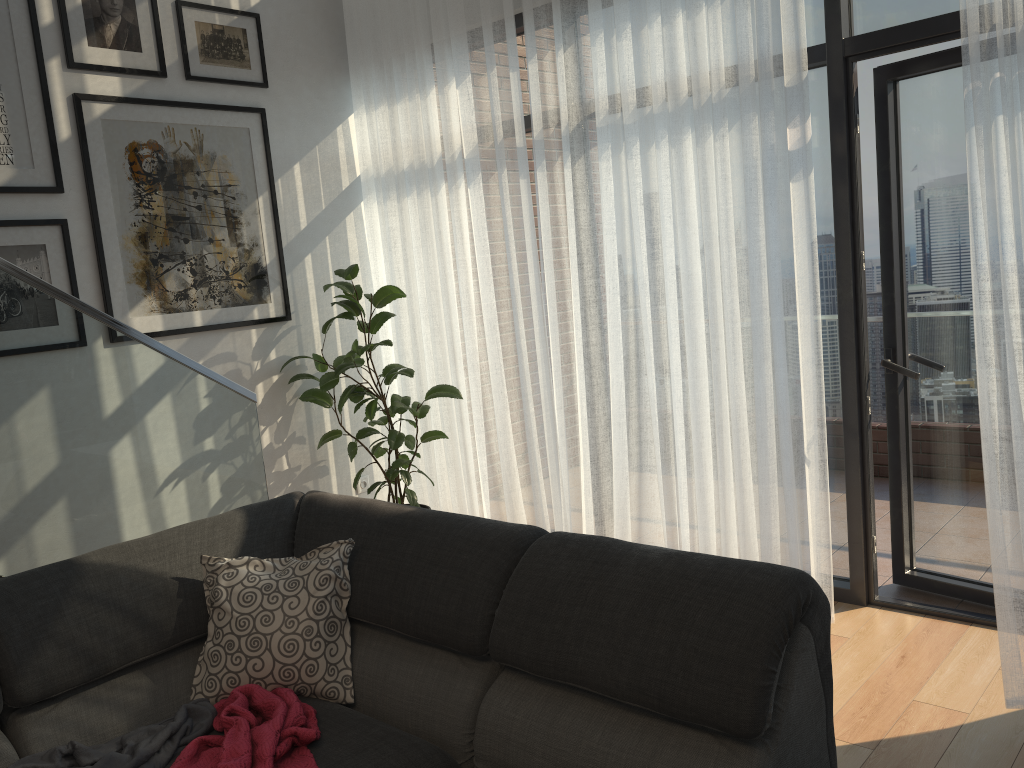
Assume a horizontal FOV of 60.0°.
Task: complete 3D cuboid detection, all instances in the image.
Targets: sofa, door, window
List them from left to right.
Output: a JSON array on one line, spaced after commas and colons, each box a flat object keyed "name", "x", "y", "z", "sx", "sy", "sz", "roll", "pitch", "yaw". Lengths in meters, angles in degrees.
[{"name": "sofa", "x": -0.884, "y": 0.838, "z": 1.101, "sx": 2.108, "sy": 0.995, "sz": 3.169, "roll": 1, "pitch": 10, "yaw": 42}, {"name": "window", "x": 1.236, "y": -0.405, "z": 3.229, "sx": 4.808, "sy": 2.501, "sz": 0.119, "roll": 1, "pitch": 10, "yaw": 42}, {"name": "door", "x": 1.773, "y": -0.164, "z": 2.944, "sx": 0.206, "sy": 1.976, "sz": 1.118, "roll": -11, "pitch": 9, "yaw": -37}]

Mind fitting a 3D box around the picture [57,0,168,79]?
[{"name": "picture", "x": -1.629, "y": -1.517, "z": 3.593, "sx": 0.025, "sy": 0.504, "sz": 0.410, "roll": 1, "pitch": 10, "yaw": 42}]

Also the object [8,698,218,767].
[{"name": "object", "x": -0.986, "y": 0.846, "z": 1.726, "sx": 0.411, "sy": 0.118, "sz": 0.905, "roll": -3, "pitch": 8, "yaw": 18}]

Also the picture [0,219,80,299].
[{"name": "picture", "x": -1.862, "y": -0.367, "z": 3.363, "sx": 0.025, "sy": 0.504, "sz": 0.410, "roll": 1, "pitch": 10, "yaw": 42}]

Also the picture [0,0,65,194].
[{"name": "picture", "x": -2.015, "y": -1.182, "z": 3.165, "sx": 0.025, "sy": 0.990, "sz": 0.654, "roll": 1, "pitch": 10, "yaw": 42}]

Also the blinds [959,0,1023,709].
[{"name": "blinds", "x": 1.585, "y": -1.875, "z": 2.184, "sx": 0.858, "sy": 5.579, "sz": 0.589, "roll": -3, "pitch": 8, "yaw": 19}]

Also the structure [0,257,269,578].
[{"name": "structure", "x": -3.170, "y": 0.039, "z": 1.080, "sx": 1.289, "sy": 3.460, "sz": 5.660, "roll": 1, "pitch": 10, "yaw": 42}]

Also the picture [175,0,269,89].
[{"name": "picture", "x": -1.292, "y": -1.513, "z": 3.971, "sx": 0.025, "sy": 0.333, "sz": 0.410, "roll": 1, "pitch": 10, "yaw": 42}]

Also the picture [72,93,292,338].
[{"name": "picture", "x": -1.395, "y": -0.724, "z": 3.872, "sx": 0.025, "sy": 0.990, "sz": 0.871, "roll": 1, "pitch": 10, "yaw": 42}]

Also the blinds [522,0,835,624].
[{"name": "blinds", "x": 0.429, "y": -1.915, "z": 3.323, "sx": 1.374, "sy": 5.581, "sz": 0.218, "roll": 1, "pitch": 10, "yaw": 40}]

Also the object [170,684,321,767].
[{"name": "object", "x": -0.578, "y": 0.758, "z": 1.901, "sx": 0.323, "sy": 0.077, "sz": 0.536, "roll": -7, "pitch": 8, "yaw": -14}]

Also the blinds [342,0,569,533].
[{"name": "blinds", "x": -0.397, "y": -1.931, "z": 4.025, "sx": 1.223, "sy": 5.581, "sz": 0.218, "roll": 1, "pitch": 10, "yaw": 39}]

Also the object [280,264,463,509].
[{"name": "object", "x": -0.681, "y": 0.163, "z": 4.253, "sx": 0.774, "sy": 1.463, "sz": 0.528, "roll": -9, "pitch": 8, "yaw": -27}]

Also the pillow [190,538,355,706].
[{"name": "pillow", "x": -1.409, "y": 0.786, "z": 1.416, "sx": 2.734, "sy": 0.364, "sz": 0.386, "roll": -13, "pitch": 10, "yaw": -44}]
